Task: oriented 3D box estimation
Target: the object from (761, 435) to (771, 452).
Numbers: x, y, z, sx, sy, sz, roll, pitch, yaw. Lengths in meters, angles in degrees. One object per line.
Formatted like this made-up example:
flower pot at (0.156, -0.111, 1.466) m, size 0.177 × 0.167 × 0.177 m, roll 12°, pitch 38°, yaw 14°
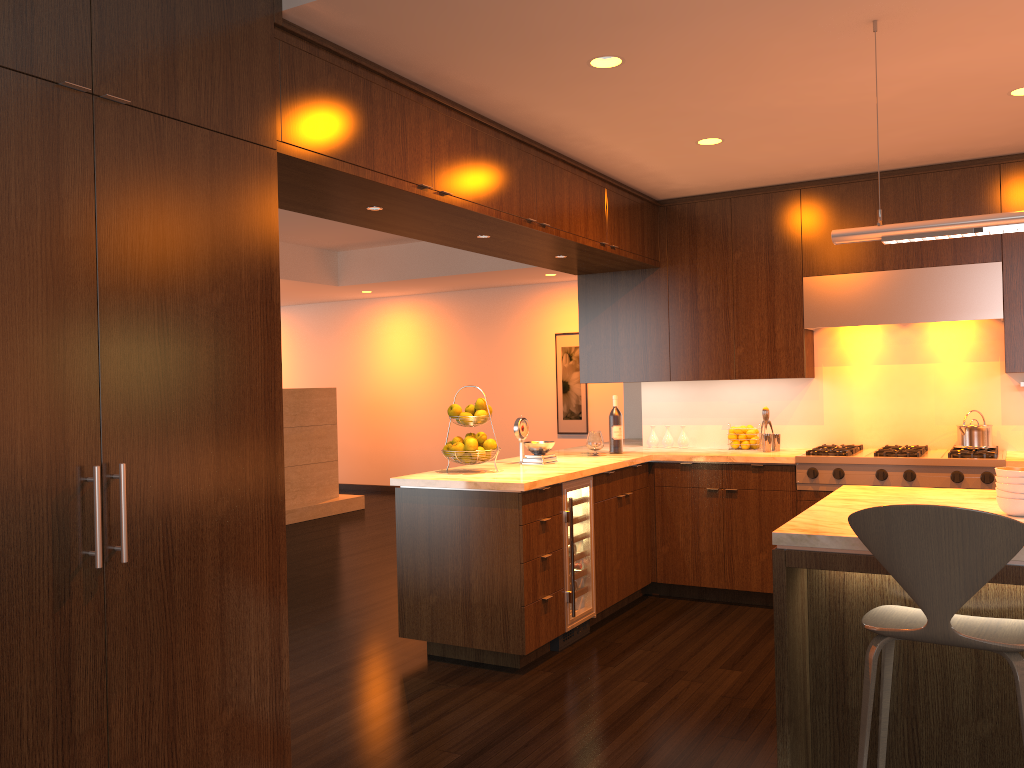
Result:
object at (1.598, 0.373, 5.566) m, size 0.060 × 0.106 × 0.060 m, roll -1°, pitch 0°, yaw -28°

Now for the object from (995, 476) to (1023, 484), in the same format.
object at (1.623, 0.322, 2.834) m, size 0.140 × 0.064 × 0.139 m, roll -1°, pitch 0°, yaw 4°

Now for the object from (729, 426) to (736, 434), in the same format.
object at (1.452, 0.308, 5.825) m, size 0.052 × 0.060 × 0.057 m, roll -1°, pitch 0°, yaw -39°

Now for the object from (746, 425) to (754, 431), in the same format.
object at (1.577, 0.299, 5.873) m, size 0.050 × 0.060 × 0.059 m, roll -1°, pitch 0°, yaw -28°

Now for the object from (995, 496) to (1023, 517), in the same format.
object at (1.625, 0.390, 2.834) m, size 0.140 × 0.059 × 0.139 m, roll -1°, pitch 0°, yaw 21°

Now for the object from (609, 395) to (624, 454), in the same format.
object at (0.669, 0.261, 5.729) m, size 0.095 × 0.378 × 0.094 m, roll -1°, pitch 0°, yaw -35°

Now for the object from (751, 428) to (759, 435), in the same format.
object at (1.589, 0.312, 5.807) m, size 0.051 × 0.053 × 0.063 m, roll -1°, pitch 0°, yaw -15°

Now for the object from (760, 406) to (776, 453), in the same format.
object at (1.588, 0.283, 5.579) m, size 0.101 × 0.288 × 0.088 m, roll -1°, pitch 0°, yaw -31°

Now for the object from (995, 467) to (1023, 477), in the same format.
object at (1.623, 0.301, 2.834) m, size 0.140 × 0.062 × 0.139 m, roll -1°, pitch 0°, yaw 38°

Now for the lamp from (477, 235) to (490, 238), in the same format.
lamp at (-0.145, -0.754, 4.530) m, size 0.068 × 0.004 × 0.068 m, roll -1°, pitch 0°, yaw 10°

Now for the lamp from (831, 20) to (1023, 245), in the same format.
lamp at (2.197, -0.889, 2.513) m, size 2.465 × 0.765 × 0.120 m, roll -1°, pitch 0°, yaw 29°

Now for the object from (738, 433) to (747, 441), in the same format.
object at (1.501, 0.347, 5.777) m, size 0.052 × 0.053 × 0.062 m, roll -1°, pitch 0°, yaw 34°

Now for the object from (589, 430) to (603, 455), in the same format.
object at (0.537, 0.377, 5.726) m, size 0.112 × 0.151 × 0.112 m, roll -1°, pitch 0°, yaw -42°

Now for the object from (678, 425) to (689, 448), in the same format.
object at (1.171, 0.361, 6.063) m, size 0.079 × 0.154 × 0.079 m, roll -1°, pitch 0°, yaw 12°

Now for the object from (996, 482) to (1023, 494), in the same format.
object at (1.624, 0.344, 2.833) m, size 0.140 × 0.062 × 0.139 m, roll -1°, pitch 0°, yaw 29°

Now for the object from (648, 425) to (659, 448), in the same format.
object at (0.983, 0.366, 6.174) m, size 0.079 × 0.154 × 0.079 m, roll -1°, pitch 0°, yaw 12°

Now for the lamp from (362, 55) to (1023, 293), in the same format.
lamp at (-2.891, -1.221, 8.478) m, size 16.431 × 0.171 × 5.868 m, roll -1°, pitch 0°, yaw 29°

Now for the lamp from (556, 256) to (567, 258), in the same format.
lamp at (0.293, -0.763, 5.305) m, size 0.068 × 0.004 × 0.068 m, roll -1°, pitch 0°, yaw 10°

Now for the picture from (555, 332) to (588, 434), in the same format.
picture at (0.703, -0.007, 10.488) m, size 0.398 × 1.200 × 0.012 m, roll -1°, pitch 0°, yaw 29°

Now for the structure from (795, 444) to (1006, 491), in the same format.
structure at (2.297, 0.395, 5.220) m, size 1.067 × 0.422 × 0.824 m, roll -1°, pitch 0°, yaw 29°

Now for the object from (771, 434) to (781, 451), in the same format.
object at (1.671, 0.372, 5.616) m, size 0.060 × 0.106 × 0.060 m, roll -1°, pitch 0°, yaw -28°

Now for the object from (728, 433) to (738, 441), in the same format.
object at (1.442, 0.347, 5.798) m, size 0.063 × 0.051 × 0.053 m, roll -1°, pitch 0°, yaw 31°

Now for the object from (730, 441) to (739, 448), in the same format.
object at (1.469, 0.400, 5.846) m, size 0.061 × 0.053 × 0.053 m, roll -1°, pitch 0°, yaw 15°

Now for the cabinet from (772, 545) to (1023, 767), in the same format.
cabinet at (2.279, 0.880, 2.526) m, size 2.713 × 0.876 × 1.281 m, roll -1°, pitch 0°, yaw 29°

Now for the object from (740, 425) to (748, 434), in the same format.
object at (1.520, 0.299, 5.822) m, size 0.051 × 0.053 × 0.063 m, roll -1°, pitch 0°, yaw -26°

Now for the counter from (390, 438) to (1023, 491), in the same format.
counter at (1.737, 0.441, 5.001) m, size 3.616 × 0.038 × 3.187 m, roll -1°, pitch 0°, yaw 29°

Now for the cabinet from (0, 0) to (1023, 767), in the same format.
cabinet at (1.983, -0.172, 3.502) m, size 5.521 × 2.997 × 7.728 m, roll -1°, pitch 0°, yaw 29°

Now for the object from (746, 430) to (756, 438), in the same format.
object at (1.552, 0.324, 5.762) m, size 0.061 × 0.052 × 0.053 m, roll -1°, pitch 0°, yaw -14°

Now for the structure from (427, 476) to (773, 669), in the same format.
structure at (1.786, 0.904, 5.053) m, size 3.400 × 0.862 × 3.060 m, roll -1°, pitch 0°, yaw 29°

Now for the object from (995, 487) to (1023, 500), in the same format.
object at (1.625, 0.366, 2.834) m, size 0.140 × 0.068 × 0.139 m, roll -1°, pitch 0°, yaw 12°

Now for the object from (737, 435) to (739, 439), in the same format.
object at (1.489, 0.344, 5.832) m, size 0.064 × 0.053 × 0.051 m, roll -1°, pitch 0°, yaw -25°

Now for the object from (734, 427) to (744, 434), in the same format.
object at (1.479, 0.303, 5.779) m, size 0.063 × 0.051 × 0.053 m, roll -1°, pitch 0°, yaw 20°

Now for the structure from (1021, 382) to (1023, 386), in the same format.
structure at (3.183, -0.004, 5.005) m, size 0.541 × 0.031 × 0.048 m, roll -1°, pitch 0°, yaw 33°

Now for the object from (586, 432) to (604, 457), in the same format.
object at (0.522, 0.377, 5.573) m, size 0.112 × 0.151 × 0.112 m, roll -1°, pitch 0°, yaw -42°

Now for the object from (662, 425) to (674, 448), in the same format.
object at (1.076, 0.363, 6.119) m, size 0.079 × 0.154 × 0.079 m, roll -1°, pitch 0°, yaw 12°

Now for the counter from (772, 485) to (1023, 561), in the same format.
counter at (2.268, 0.423, 2.528) m, size 2.711 × 0.038 × 1.280 m, roll -1°, pitch 0°, yaw 29°
